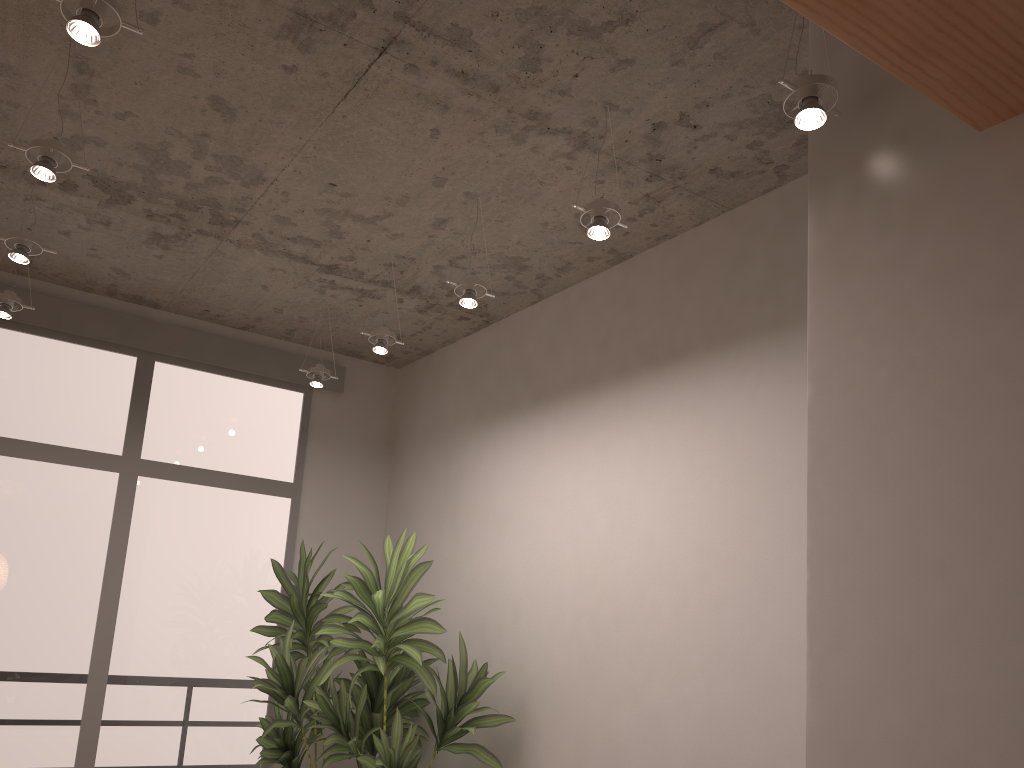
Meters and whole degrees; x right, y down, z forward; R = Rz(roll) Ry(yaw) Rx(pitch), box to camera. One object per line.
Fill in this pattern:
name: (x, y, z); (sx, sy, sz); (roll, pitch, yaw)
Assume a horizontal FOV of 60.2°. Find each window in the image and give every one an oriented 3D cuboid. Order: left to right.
window: (-4.773, 0.567, 3.283); (8.613, 3.217, 0.063); (14, -15, -32)

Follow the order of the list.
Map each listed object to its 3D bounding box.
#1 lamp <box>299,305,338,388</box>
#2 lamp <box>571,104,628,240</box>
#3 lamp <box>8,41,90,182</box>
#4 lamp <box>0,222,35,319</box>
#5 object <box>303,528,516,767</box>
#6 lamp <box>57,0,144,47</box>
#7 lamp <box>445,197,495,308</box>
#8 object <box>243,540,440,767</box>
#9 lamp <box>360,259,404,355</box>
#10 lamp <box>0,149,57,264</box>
lamp: (-1.064, -0.217, 4.943); (0.134, 0.474, 0.202); (-1, -13, 24)
lamp: (0.299, -0.708, 2.906); (0.134, 0.474, 0.202); (-1, -13, 24)
lamp: (-1.426, -0.868, 2.775); (0.134, 0.474, 0.202); (-1, -13, 24)
lamp: (-2.334, -0.541, 4.133); (0.134, 0.474, 0.202); (-1, -13, 24)
object: (-0.558, 1.780, 4.275); (0.968, 2.065, 1.099); (8, -13, -19)
lamp: (-0.972, -1.032, 2.096); (0.134, 0.474, 0.202); (-1, -13, 24)
lamp: (-0.155, -0.545, 3.585); (0.134, 0.474, 0.202); (-1, -13, 24)
object: (-0.945, 1.912, 4.827); (1.081, 2.065, 0.984); (7, -12, -14)
lamp: (-0.609, -0.381, 4.264); (0.134, 0.474, 0.202); (-1, -13, 24)
lamp: (-1.880, -0.705, 3.454); (0.134, 0.474, 0.202); (-1, -13, 24)
